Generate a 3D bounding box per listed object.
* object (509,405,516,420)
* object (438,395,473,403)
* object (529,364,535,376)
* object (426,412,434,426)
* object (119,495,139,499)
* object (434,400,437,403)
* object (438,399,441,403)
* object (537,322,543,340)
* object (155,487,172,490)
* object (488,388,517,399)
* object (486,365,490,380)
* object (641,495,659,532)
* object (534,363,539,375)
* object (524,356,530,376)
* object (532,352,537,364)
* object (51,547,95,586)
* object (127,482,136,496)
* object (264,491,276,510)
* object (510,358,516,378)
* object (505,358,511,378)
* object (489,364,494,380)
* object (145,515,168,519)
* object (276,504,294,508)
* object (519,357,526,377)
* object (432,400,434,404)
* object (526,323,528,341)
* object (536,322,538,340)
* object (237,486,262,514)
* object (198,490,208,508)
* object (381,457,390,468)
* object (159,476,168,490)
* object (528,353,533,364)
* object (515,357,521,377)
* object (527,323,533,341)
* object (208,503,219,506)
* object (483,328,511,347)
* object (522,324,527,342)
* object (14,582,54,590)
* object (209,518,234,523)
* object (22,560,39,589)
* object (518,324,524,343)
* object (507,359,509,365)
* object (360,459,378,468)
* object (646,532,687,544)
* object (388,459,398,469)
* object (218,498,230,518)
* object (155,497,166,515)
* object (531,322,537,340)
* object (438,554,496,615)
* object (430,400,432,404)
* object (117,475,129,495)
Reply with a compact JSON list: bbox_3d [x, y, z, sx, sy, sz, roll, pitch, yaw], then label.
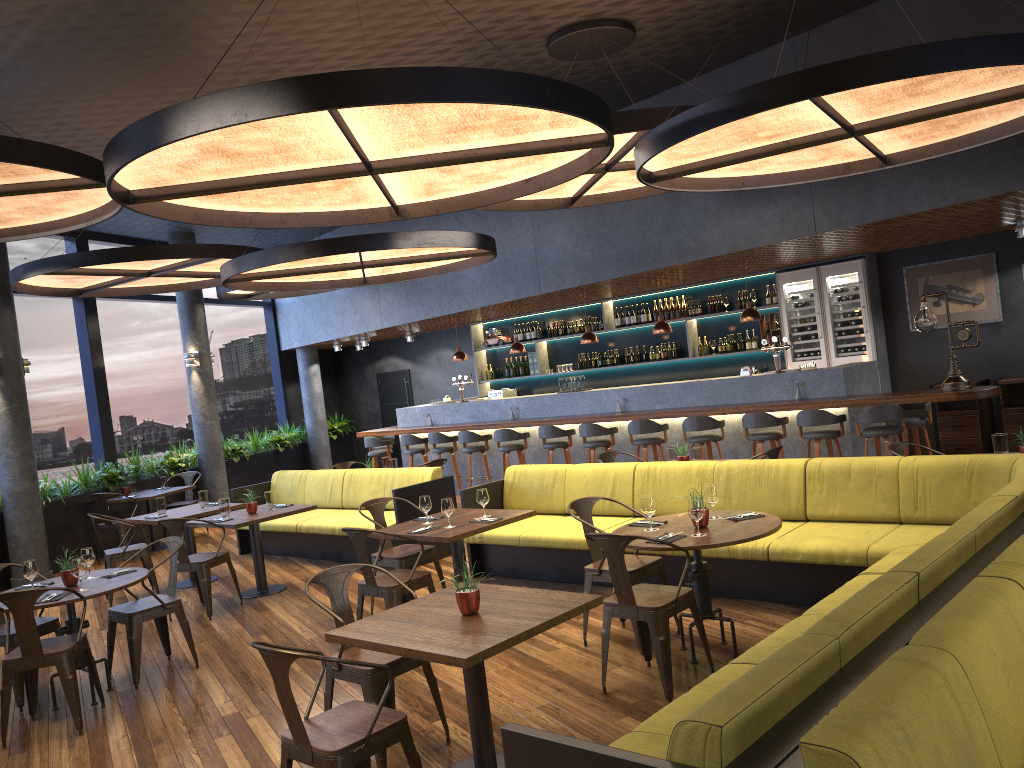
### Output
[{"bbox_3d":[0.007,0.402,12.580,0.114,0.203,0.069,-7,1,3],"label":"object"},{"bbox_3d":[-0.934,0.216,15.135,0.200,0.106,0.766,-6,1,42],"label":"object"},{"bbox_3d":[0.361,-0.244,14.976,0.098,0.192,0.080,-6,1,42],"label":"object"},{"bbox_3d":[-1.279,0.540,13.740,0.114,0.203,0.069,-7,1,0],"label":"object"},{"bbox_3d":[-5.062,1.486,11.677,0.255,0.019,0.157,-7,1,18],"label":"object"},{"bbox_3d":[-1.263,0.290,14.678,0.042,0.059,0.042,-6,1,40],"label":"object"},{"bbox_3d":[-1.208,0.282,14.761,0.042,0.059,0.042,-6,1,40],"label":"object"},{"bbox_3d":[0.455,-0.877,14.772,0.083,0.301,0.083,-8,1,-40],"label":"object"},{"bbox_3d":[-4.823,1.444,12.296,0.255,0.019,0.157,-7,1,18],"label":"object"},{"bbox_3d":[-0.203,0.358,15.388,0.355,0.569,0.550,-6,1,42],"label":"object"},{"bbox_3d":[-0.434,-0.204,15.761,0.079,0.281,0.079,-8,1,-29],"label":"object"},{"bbox_3d":[0.832,0.782,5.370,0.097,0.206,0.097,-8,1,-23],"label":"object"},{"bbox_3d":[0.435,-0.252,14.908,0.098,0.192,0.080,-6,1,42],"label":"object"},{"bbox_3d":[0.254,-0.311,15.190,0.094,0.340,0.094,-8,1,-25],"label":"object"},{"bbox_3d":[0.411,-0.443,14.904,0.098,0.192,0.080,-6,1,42],"label":"object"},{"bbox_3d":[-2.949,1.207,5.912,0.260,0.271,0.238,-7,1,-9],"label":"object"},{"bbox_3d":[-5.071,1.404,11.842,0.102,0.178,0.102,-7,1,24],"label":"object"},{"bbox_3d":[-2.329,1.125,8.558,0.102,0.178,0.102,-7,1,8],"label":"object"},{"bbox_3d":[0.006,-0.281,15.263,0.094,0.340,0.094,-8,1,-34],"label":"object"},{"bbox_3d":[-0.075,-0.272,15.320,0.094,0.340,0.094,-8,1,-25],"label":"object"},{"bbox_3d":[-0.366,-0.211,15.702,0.079,0.281,0.079,-8,2,-44],"label":"object"},{"bbox_3d":[-3.667,1.362,9.112,0.255,0.019,0.157,-6,1,42],"label":"object"},{"bbox_3d":[-2.251,1.193,8.712,0.255,0.019,0.157,-6,1,42],"label":"object"},{"bbox_3d":[0.168,-0.299,15.129,0.094,0.340,0.094,-7,1,-8],"label":"object"},{"bbox_3d":[-1.301,0.295,14.650,0.042,0.059,0.042,-6,1,40],"label":"object"},{"bbox_3d":[0.274,-0.878,15.050,0.085,0.310,0.086,-8,1,-20],"label":"object"},{"bbox_3d":[0.427,-0.895,14.917,0.085,0.310,0.086,-7,1,-7],"label":"object"},{"bbox_3d":[-2.487,1.100,8.470,0.238,0.271,0.260,-7,1,-9],"label":"object"},{"bbox_3d":[-3.279,1.227,9.428,0.102,0.178,0.102,-7,1,18],"label":"object"},{"bbox_3d":[-1.534,0.982,10.814,0.102,0.178,0.102,-7,1,-12],"label":"object"},{"bbox_3d":[-4.765,1.360,12.134,0.102,0.178,0.102,-6,1,34],"label":"object"},{"bbox_3d":[0.338,-0.435,14.973,0.098,0.192,0.080,-6,1,42],"label":"object"},{"bbox_3d":[0.095,-0.293,15.322,0.094,0.340,0.094,-8,1,-25],"label":"object"},{"bbox_3d":[0.289,-0.878,14.917,0.085,0.310,0.086,-8,1,-29],"label":"object"},{"bbox_3d":[-3.201,1.295,9.581,0.255,0.019,0.157,-6,1,42],"label":"object"},{"bbox_3d":[-0.286,-0.821,15.532,0.579,0.319,0.229,-6,1,42],"label":"object"},{"bbox_3d":[0.204,-0.871,15.117,0.085,0.310,0.086,-8,1,-37],"label":"object"},{"bbox_3d":[-3.232,1.371,6.034,0.255,0.019,0.157,-7,1,20],"label":"object"},{"bbox_3d":[-2.718,1.260,8.243,0.255,0.019,0.157,-6,1,42],"label":"object"},{"bbox_3d":[-3.183,1.273,5.869,0.097,0.206,0.097,-7,1,-6],"label":"object"},{"bbox_3d":[0.138,-0.861,15.050,0.085,0.310,0.086,-8,1,-20],"label":"object"},{"bbox_3d":[-0.073,-0.275,15.447,0.094,0.340,0.094,-7,1,-12],"label":"object"},{"bbox_3d":[-1.667,0.961,10.372,0.238,0.271,0.260,-8,1,-42],"label":"object"},{"bbox_3d":[0.892,0.875,5.070,0.157,0.019,0.255,-6,2,45],"label":"object"},{"bbox_3d":[-1.391,0.972,10.414,0.102,0.178,0.102,-7,1,28],"label":"object"},{"bbox_3d":[-2.725,1.178,8.415,0.102,0.178,0.102,-8,1,-42],"label":"object"},{"bbox_3d":[-3.675,1.279,9.285,0.102,0.178,0.102,-7,1,18],"label":"object"},{"bbox_3d":[0.364,-0.886,14.846,0.085,0.310,0.086,-7,1,-14],"label":"object"},{"bbox_3d":[-0.217,0.903,4.014,0.260,0.271,0.238,-7,1,-12],"label":"object"},{"bbox_3d":[-1.332,0.300,14.616,0.042,0.059,0.042,-6,1,40],"label":"object"},{"bbox_3d":[-5.280,1.379,12.075,0.238,0.271,0.260,-6,2,44],"label":"object"}]
